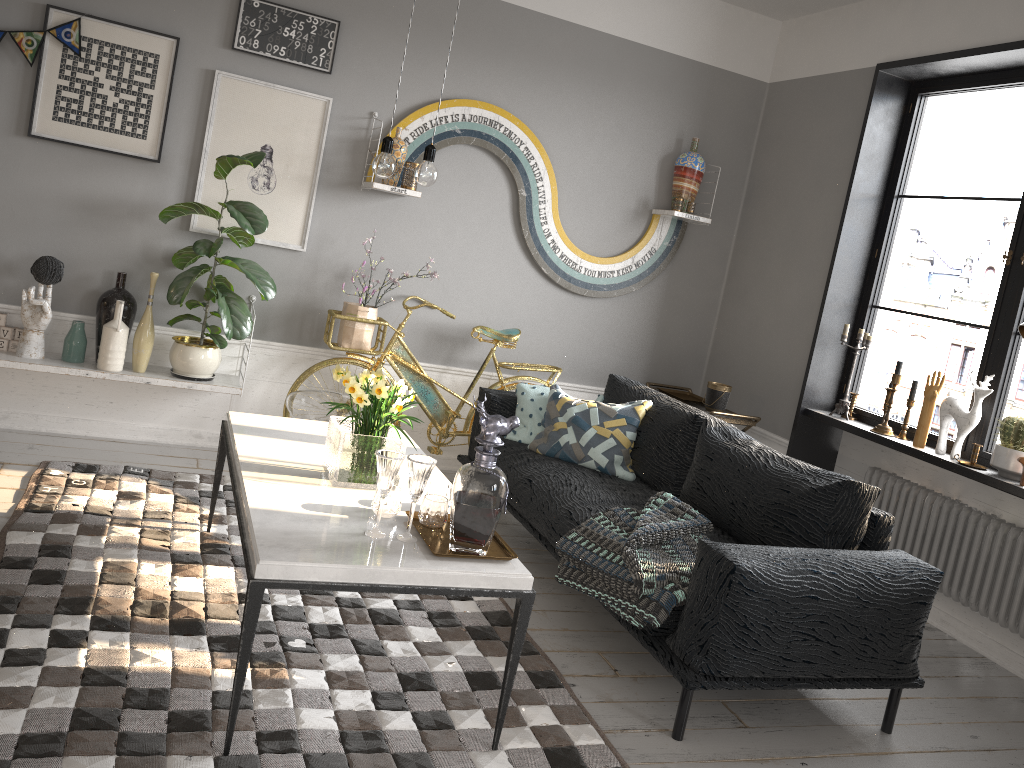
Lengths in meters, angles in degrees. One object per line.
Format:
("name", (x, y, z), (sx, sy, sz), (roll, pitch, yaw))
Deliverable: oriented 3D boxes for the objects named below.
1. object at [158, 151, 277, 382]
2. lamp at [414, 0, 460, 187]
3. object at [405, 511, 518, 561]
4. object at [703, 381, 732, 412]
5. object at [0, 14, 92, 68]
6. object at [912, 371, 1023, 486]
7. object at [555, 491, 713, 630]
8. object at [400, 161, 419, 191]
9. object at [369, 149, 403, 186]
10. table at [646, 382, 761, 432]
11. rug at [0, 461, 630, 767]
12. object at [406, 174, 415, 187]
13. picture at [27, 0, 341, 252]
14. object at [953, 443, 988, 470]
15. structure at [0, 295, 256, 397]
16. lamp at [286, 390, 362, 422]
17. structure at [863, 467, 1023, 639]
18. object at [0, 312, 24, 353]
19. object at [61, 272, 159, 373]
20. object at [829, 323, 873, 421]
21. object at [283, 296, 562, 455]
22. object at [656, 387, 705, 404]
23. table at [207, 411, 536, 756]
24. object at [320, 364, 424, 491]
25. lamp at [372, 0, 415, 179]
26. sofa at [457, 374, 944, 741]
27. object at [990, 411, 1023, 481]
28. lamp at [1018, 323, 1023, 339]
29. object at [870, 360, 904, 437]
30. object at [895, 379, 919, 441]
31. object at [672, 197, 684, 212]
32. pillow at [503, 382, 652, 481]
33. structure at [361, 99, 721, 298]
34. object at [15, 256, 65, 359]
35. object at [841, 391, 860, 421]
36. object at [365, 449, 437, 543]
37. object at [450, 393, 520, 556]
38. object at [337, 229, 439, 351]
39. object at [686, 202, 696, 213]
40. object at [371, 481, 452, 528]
("object", (-1.432, -0.580, 4.302), (0.569, 1.143, 0.416), (13, 6, 17))
("lamp", (-0.532, -1.369, 2.218), (0.075, 1.526, 1.393), (15, 8, 37))
("object", (-0.148, 0.425, 2.478), (0.246, 0.015, 0.322), (8, 10, -22))
("object", (1.144, 0.079, 4.949), (0.142, 0.159, 0.139), (13, 7, 16))
("object", (-2.385, -1.608, 3.965), (0.911, 0.337, 0.058), (8, 6, -22))
("object", (2.033, 0.162, 3.822), (0.134, 0.407, 0.670), (9, 8, -21))
("object", (0.500, 0.616, 3.083), (0.488, 0.327, 0.674), (7, 9, -27))
("object", (-0.524, -1.073, 4.576), (0.085, 0.139, 0.087), (8, 7, -29))
("object", (-0.651, -1.099, 4.508), (0.197, 0.165, 0.060), (13, 6, 12))
("table", (1.033, 0.414, 5.184), (0.338, 0.675, 0.751), (9, 8, -22))
("rug", (-0.836, 0.714, 3.049), (1.763, 0.034, 2.555), (8, 10, -22))
("object", (-0.534, -1.060, 4.660), (0.063, 0.081, 0.062), (18, 9, 43))
("picture", (-3.623, -1.229, 1.378), (7.266, 1.783, 4.085), (8, 9, -22))
("object", (1.999, 0.309, 3.822), (0.123, 0.098, 0.124), (11, 7, 0))
("structure", (-2.594, -0.363, 3.964), (2.765, 0.483, 0.311), (8, 7, -22))
("lamp", (-0.936, 0.263, 4.417), (0.433, 0.435, 0.435), (12, 7, 8))
("structure", (2.016, 0.755, 3.998), (0.148, 0.425, 1.237), (9, 9, -24))
("object", (-2.396, -0.248, 4.147), (0.264, 0.172, 0.079), (9, 6, -16))
("object", (-1.895, -0.319, 4.206), (0.334, 0.485, 0.285), (15, 7, 28))
("object", (1.743, -0.064, 4.590), (0.145, 0.487, 0.163), (13, 6, 14))
("object", (-0.377, 0.042, 4.817), (1.619, 0.963, 0.431), (7, 7, -31))
("object", (1.042, 0.075, 5.298), (0.246, 0.015, 0.322), (8, 10, -22))
("table", (-0.566, 0.549, 2.877), (0.729, 0.507, 1.472), (8, 9, -22))
("object", (-0.457, 0.135, 2.843), (0.324, 0.349, 0.355), (9, 7, -20))
("lamp", (-0.668, -1.397, 2.228), (0.075, 1.526, 1.393), (15, 8, 37))
("sofa", (0.562, 0.498, 3.748), (0.966, 0.792, 2.367), (8, 9, -23))
("object", (2.119, 0.257, 3.700), (0.237, 0.281, 0.213), (17, 9, 41))
("lamp", (1.829, 0.494, 2.380), (1.241, 1.691, 0.687), (9, 6, -24))
("object", (1.845, 0.061, 4.295), (0.123, 0.373, 0.124), (10, 6, -18))
("object", (1.909, 0.119, 4.252), (0.076, 0.299, 0.076), (12, 5, 8))
("object", (0.966, -1.041, 5.149), (0.060, 0.078, 0.060), (7, 8, -33))
("pillow", (0.332, 0.182, 4.287), (0.442, 0.359, 0.807), (5, 10, -40))
("structure", (0.188, -1.010, 4.927), (2.015, 0.949, 0.269), (8, 6, -22))
("object", (-2.190, -0.358, 4.104), (0.154, 0.480, 0.138), (9, 6, -22))
("object", (1.783, 0.109, 4.636), (0.084, 0.150, 0.085), (9, 6, -18))
("object", (-0.305, 0.303, 2.385), (0.167, 0.225, 0.083), (10, 6, -10))
("object", (-0.076, 0.246, 2.405), (0.155, 0.414, 0.149), (11, 6, -3))
("object", (-0.644, -0.467, 4.605), (0.487, 0.637, 0.255), (11, 6, -4))
("object", (1.039, -1.025, 5.143), (0.050, 0.058, 0.050), (7, 8, -32))
("object", (-0.238, 0.363, 2.562), (0.278, 0.087, 0.249), (3, 12, -44))
